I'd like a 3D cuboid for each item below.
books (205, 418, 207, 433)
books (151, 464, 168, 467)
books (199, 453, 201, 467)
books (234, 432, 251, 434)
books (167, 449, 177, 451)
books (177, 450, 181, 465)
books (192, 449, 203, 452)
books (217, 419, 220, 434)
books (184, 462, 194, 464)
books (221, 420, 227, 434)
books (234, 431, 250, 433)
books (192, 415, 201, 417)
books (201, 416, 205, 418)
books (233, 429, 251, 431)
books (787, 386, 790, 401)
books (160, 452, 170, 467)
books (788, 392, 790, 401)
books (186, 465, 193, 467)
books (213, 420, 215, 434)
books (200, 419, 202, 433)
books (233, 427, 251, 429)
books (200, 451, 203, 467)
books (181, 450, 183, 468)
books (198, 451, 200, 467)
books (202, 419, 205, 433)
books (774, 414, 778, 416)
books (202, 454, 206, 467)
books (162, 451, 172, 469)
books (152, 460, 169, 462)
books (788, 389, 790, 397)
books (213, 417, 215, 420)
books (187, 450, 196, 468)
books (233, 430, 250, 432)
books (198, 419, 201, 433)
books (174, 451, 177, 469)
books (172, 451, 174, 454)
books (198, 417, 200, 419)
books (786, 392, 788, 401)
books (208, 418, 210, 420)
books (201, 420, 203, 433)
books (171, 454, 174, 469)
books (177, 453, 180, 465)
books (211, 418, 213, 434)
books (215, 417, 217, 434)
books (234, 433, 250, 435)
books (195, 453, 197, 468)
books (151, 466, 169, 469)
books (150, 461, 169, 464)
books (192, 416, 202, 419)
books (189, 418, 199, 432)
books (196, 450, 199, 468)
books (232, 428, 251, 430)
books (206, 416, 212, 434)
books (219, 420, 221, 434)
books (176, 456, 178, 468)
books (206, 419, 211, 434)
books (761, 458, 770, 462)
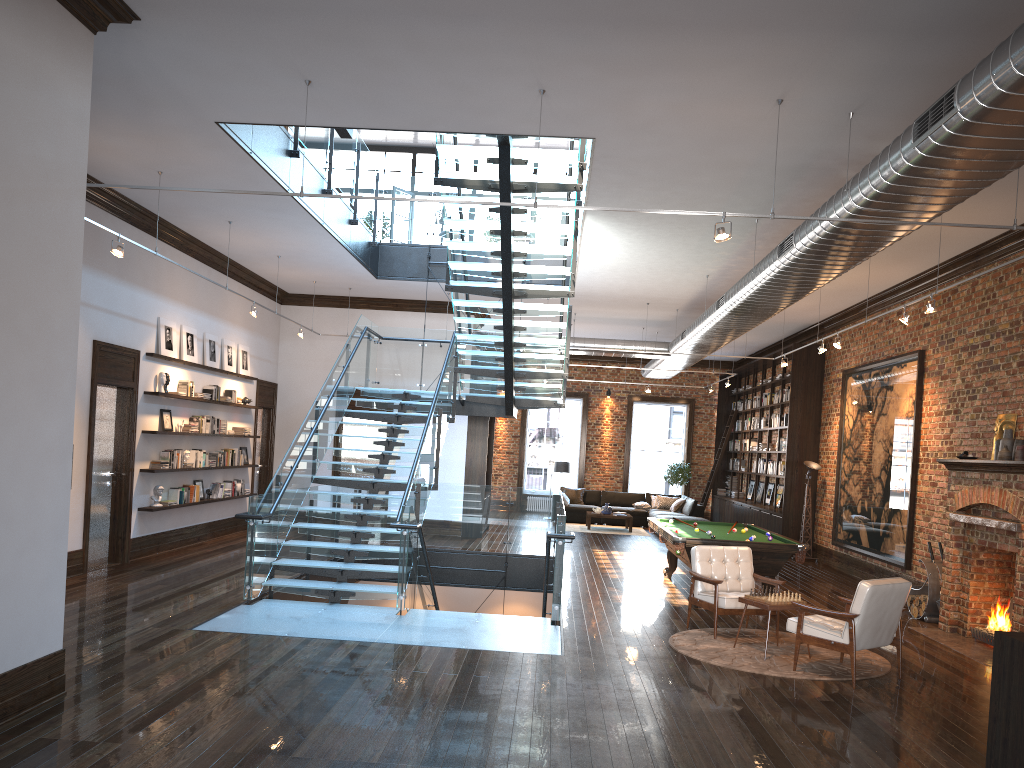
[{"bbox_3d":[-4.622,0.618,13.198,0.137,0.227,0.022,3,1,3],"label":"books"},{"bbox_3d":[-4.722,1.094,11.893,0.154,0.028,0.191,4,-4,-2],"label":"books"},{"bbox_3d":[-4.655,1.115,13.059,0.150,0.218,0.028,3,1,3],"label":"books"},{"bbox_3d":[-4.528,0.821,14.865,0.195,0.008,0.309,3,-4,7],"label":"books"},{"bbox_3d":[-4.708,1.035,12.263,0.127,0.259,0.015,3,1,3],"label":"books"},{"bbox_3d":[-4.698,1.048,12.392,0.130,0.253,0.027,3,1,3],"label":"books"},{"bbox_3d":[-4.650,1.094,13.090,0.157,0.266,0.011,3,1,3],"label":"books"},{"bbox_3d":[-4.594,0.648,13.664,0.169,0.238,0.021,3,1,3],"label":"books"},{"bbox_3d":[-4.679,1.128,12.703,0.141,0.011,0.288,3,-4,-1],"label":"books"},{"bbox_3d":[-4.579,0.682,14.033,0.142,0.224,0.012,3,1,3],"label":"books"},{"bbox_3d":[-4.533,0.806,14.866,0.193,0.007,0.346,3,-4,1],"label":"books"},{"bbox_3d":[-4.642,0.592,13.045,0.137,0.254,0.033,3,1,3],"label":"books"},{"bbox_3d":[-4.626,0.600,13.115,0.146,0.248,0.006,3,1,3],"label":"books"},{"bbox_3d":[-4.530,0.769,14.868,0.193,0.007,0.346,3,-4,5],"label":"books"},{"bbox_3d":[5.755,0.215,18.227,0.180,0.332,0.016,3,1,3],"label":"books"},{"bbox_3d":[-4.719,1.035,12.043,0.125,0.227,0.047,3,1,3],"label":"books"},{"bbox_3d":[5.745,0.271,18.106,0.190,0.202,0.027,3,1,3],"label":"books"},{"bbox_3d":[-4.682,1.171,12.703,0.142,0.011,0.257,3,-4,-1],"label":"books"},{"bbox_3d":[-4.605,0.652,13.535,0.135,0.209,0.066,3,0,3],"label":"books"},{"bbox_3d":[-4.619,0.611,12.985,0.157,0.209,0.005,3,1,3],"label":"books"},{"bbox_3d":[-4.529,0.739,14.868,0.193,0.007,0.346,3,-4,1],"label":"books"},{"bbox_3d":[-4.644,1.109,13.078,0.170,0.235,0.012,3,1,3],"label":"books"},{"bbox_3d":[-4.695,1.053,12.457,0.141,0.252,0.012,3,1,3],"label":"books"},{"bbox_3d":[-4.660,1.101,13.015,0.153,0.239,0.010,3,1,3],"label":"books"},{"bbox_3d":[-4.612,0.614,13.067,0.166,0.215,0.013,3,1,3],"label":"books"},{"bbox_3d":[5.784,0.814,19.309,0.152,0.307,0.016,3,1,3],"label":"books"},{"bbox_3d":[-4.646,1.134,13.197,0.158,0.201,0.060,3,0,3],"label":"books"},{"bbox_3d":[-4.702,1.033,12.072,0.134,0.236,0.013,3,1,3],"label":"books"},{"bbox_3d":[-4.717,1.034,11.890,0.135,0.014,0.216,3,-4,3],"label":"books"},{"bbox_3d":[5.754,0.246,18.177,0.168,0.262,0.016,3,1,3],"label":"books"},{"bbox_3d":[-4.613,0.633,13.579,0.115,0.252,0.022,3,1,3],"label":"books"},{"bbox_3d":[-4.663,1.084,12.857,0.141,0.252,0.012,3,1,3],"label":"books"},{"bbox_3d":[-4.537,0.791,14.866,0.195,0.008,0.309,3,-4,3],"label":"books"},{"bbox_3d":[-4.627,0.608,12.967,0.153,0.212,0.005,3,1,3],"label":"books"},{"bbox_3d":[-4.691,1.040,12.215,0.139,0.243,0.015,3,1,3],"label":"books"},{"bbox_3d":[-4.702,1.037,12.152,0.128,0.241,0.012,3,1,3],"label":"books"},{"bbox_3d":[-4.644,0.598,13.013,0.132,0.236,0.009,3,1,3],"label":"books"},{"bbox_3d":[5.767,0.277,18.370,0.168,0.231,0.028,3,1,3],"label":"books"},{"bbox_3d":[-4.619,0.622,13.307,0.150,0.236,0.026,3,1,3],"label":"books"},{"bbox_3d":[-4.617,0.623,13.020,0.160,0.191,0.006,3,1,3],"label":"books"},{"bbox_3d":[-4.698,1.054,12.127,0.156,0.202,0.013,3,1,3],"label":"books"},{"bbox_3d":[-4.696,1.063,12.301,0.150,0.210,0.035,3,1,3],"label":"books"},{"bbox_3d":[-4.607,0.629,13.399,0.163,0.235,0.025,3,1,3],"label":"books"},{"bbox_3d":[-4.607,0.635,13.629,0.143,0.257,0.049,3,1,3],"label":"books"},{"bbox_3d":[-4.529,0.836,14.865,0.195,0.008,0.309,3,-4,-1],"label":"books"},{"bbox_3d":[-4.658,1.103,12.888,0.154,0.218,0.030,3,1,3],"label":"books"},{"bbox_3d":[-4.721,1.121,11.888,0.143,0.028,0.235,3,-4,3],"label":"books"},{"bbox_3d":[-4.716,1.054,11.872,0.143,0.028,0.219,3,-4,8],"label":"books"},{"bbox_3d":[-4.634,0.596,13.026,0.138,0.243,0.005,3,1,3],"label":"books"},{"bbox_3d":[-4.646,0.605,12.946,0.142,0.213,0.005,3,1,3],"label":"books"},{"bbox_3d":[-4.655,1.091,12.955,0.147,0.253,0.012,3,1,3],"label":"books"},{"bbox_3d":[-4.529,0.754,14.868,0.193,0.007,0.346,3,-4,5],"label":"books"},{"bbox_3d":[-4.614,0.612,13.360,0.158,0.262,0.026,3,1,3],"label":"books"},{"bbox_3d":[-4.587,0.662,13.720,0.156,0.218,0.013,3,1,3],"label":"books"},{"bbox_3d":[-4.697,1.076,12.277,0.142,0.180,0.013,3,1,3],"label":"books"},{"bbox_3d":[-4.601,0.631,13.240,0.184,0.209,0.064,3,0,3],"label":"books"},{"bbox_3d":[5.777,1.871,20.233,0.182,0.336,0.015,3,1,3],"label":"books"}]
